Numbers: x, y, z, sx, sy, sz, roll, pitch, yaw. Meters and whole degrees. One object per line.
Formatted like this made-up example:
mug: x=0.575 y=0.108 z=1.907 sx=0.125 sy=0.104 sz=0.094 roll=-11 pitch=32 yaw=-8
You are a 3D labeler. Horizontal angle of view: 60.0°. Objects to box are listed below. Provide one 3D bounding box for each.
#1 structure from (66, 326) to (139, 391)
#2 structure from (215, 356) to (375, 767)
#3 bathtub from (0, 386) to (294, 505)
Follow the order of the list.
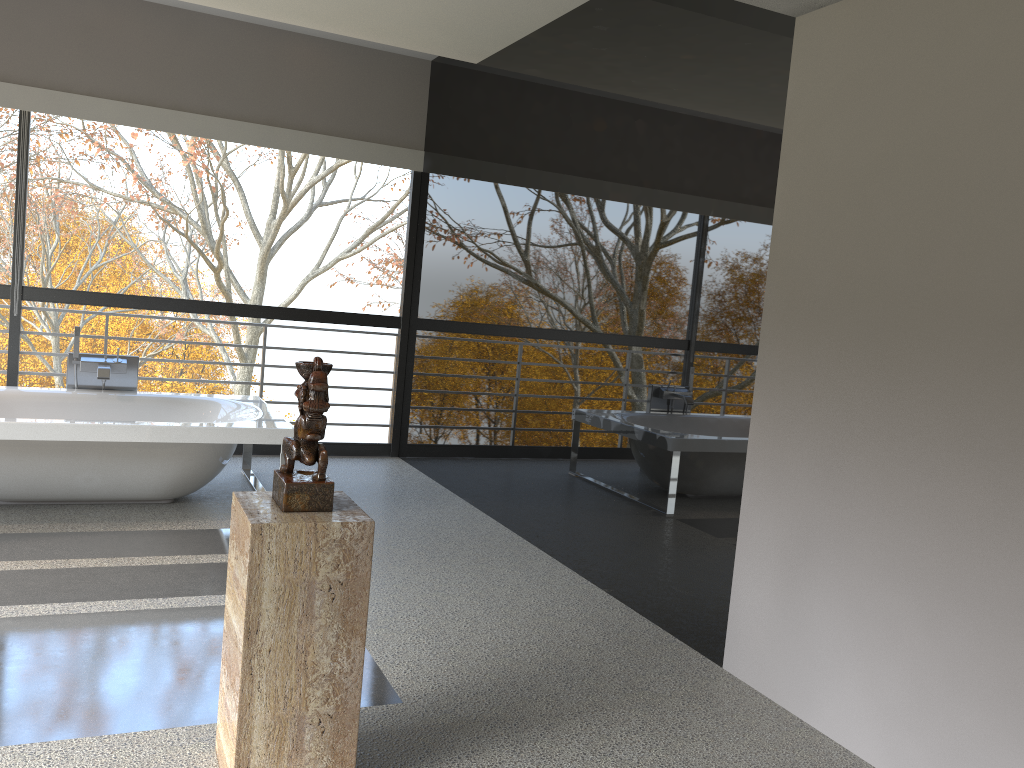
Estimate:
structure: x=-2.486 y=0.108 z=5.369 sx=0.402 sy=0.884 sz=0.330 roll=3 pitch=5 yaw=-25
structure: x=-0.540 y=0.462 z=2.222 sx=0.292 sy=1.073 sz=0.328 roll=3 pitch=5 yaw=-25
bathtub: x=-2.294 y=0.361 z=4.817 sx=1.958 sy=0.504 sz=1.329 roll=3 pitch=5 yaw=-25
